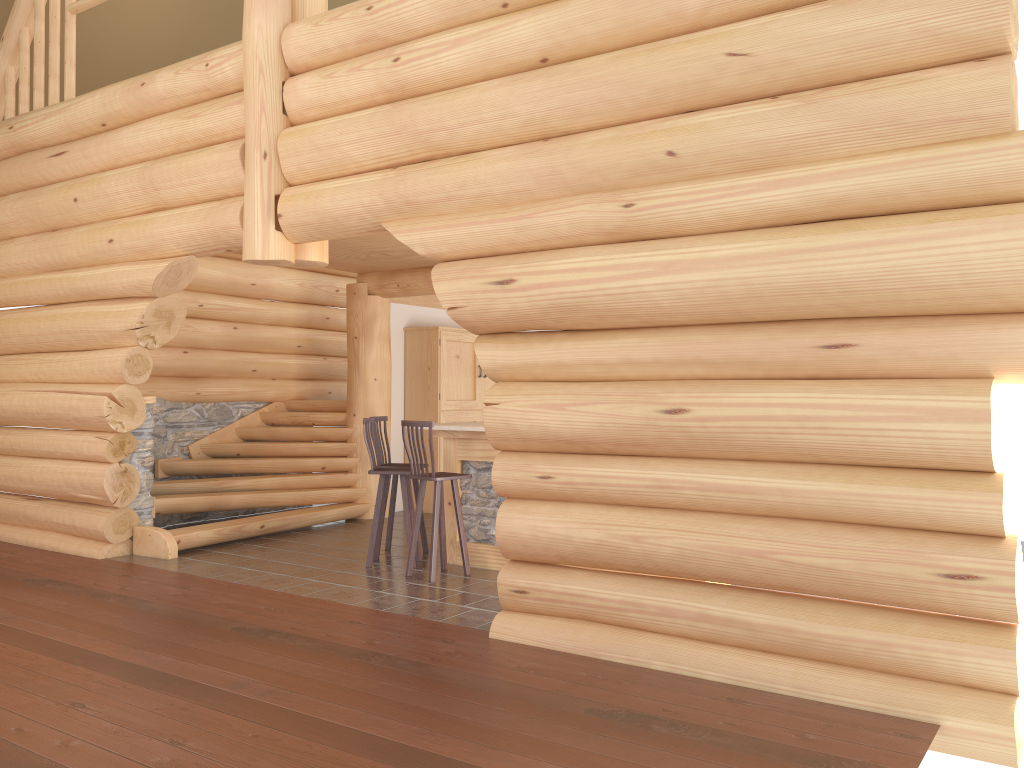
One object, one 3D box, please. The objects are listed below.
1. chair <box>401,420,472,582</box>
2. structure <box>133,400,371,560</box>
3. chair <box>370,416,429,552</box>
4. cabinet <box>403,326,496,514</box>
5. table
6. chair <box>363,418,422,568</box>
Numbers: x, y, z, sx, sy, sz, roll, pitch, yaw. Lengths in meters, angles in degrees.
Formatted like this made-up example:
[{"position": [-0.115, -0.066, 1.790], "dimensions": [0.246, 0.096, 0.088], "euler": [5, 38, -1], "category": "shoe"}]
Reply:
[{"position": [-0.642, 0.967, 7.526], "dimensions": [0.406, 1.319, 0.504], "euler": [0, -1, 44], "category": "chair"}, {"position": [-3.171, 0.831, 10.255], "dimensions": [1.951, 1.643, 3.604], "euler": [0, -1, 28], "category": "structure"}, {"position": [-1.093, 0.976, 8.565], "dimensions": [0.504, 1.319, 0.406], "euler": [0, -1, 14], "category": "chair"}, {"position": [-0.652, 0.473, 12.246], "dimensions": [0.670, 2.403, 1.847], "euler": [0, -1, 34], "category": "cabinet"}, {"position": [0.669, 1.005, 7.774], "dimensions": [3.220, 1.257, 1.196], "euler": [0, -1, 34], "category": "table"}, {"position": [-1.092, 0.971, 8.044], "dimensions": [0.504, 1.319, 0.406], "euler": [0, -1, 3], "category": "chair"}]
